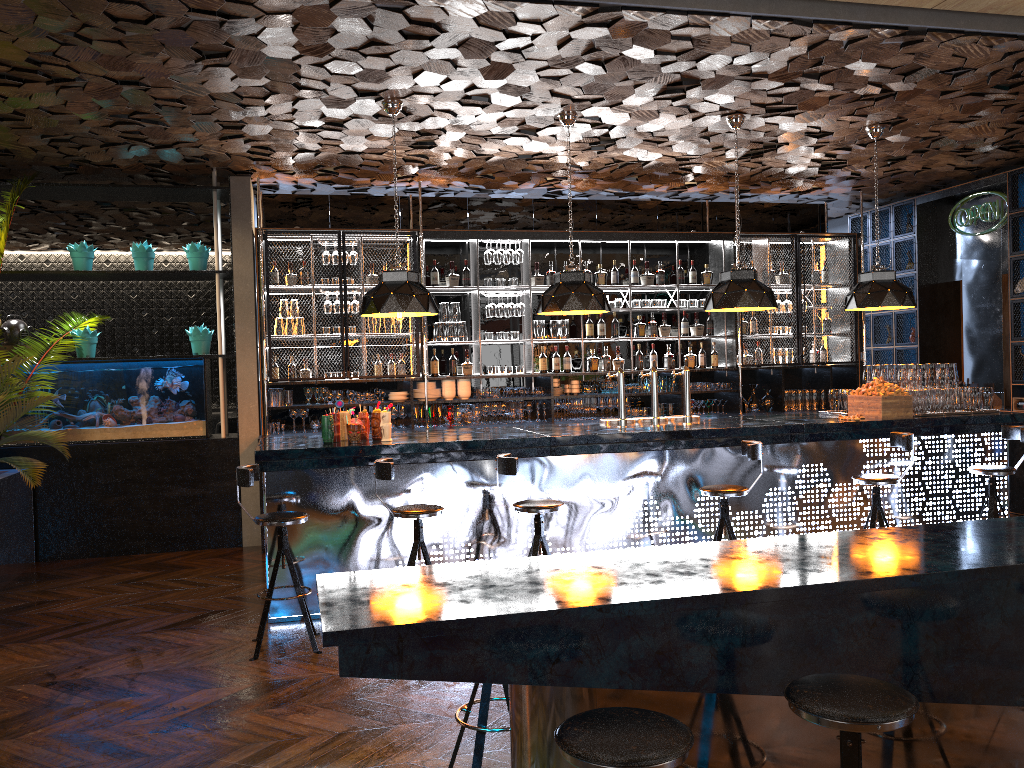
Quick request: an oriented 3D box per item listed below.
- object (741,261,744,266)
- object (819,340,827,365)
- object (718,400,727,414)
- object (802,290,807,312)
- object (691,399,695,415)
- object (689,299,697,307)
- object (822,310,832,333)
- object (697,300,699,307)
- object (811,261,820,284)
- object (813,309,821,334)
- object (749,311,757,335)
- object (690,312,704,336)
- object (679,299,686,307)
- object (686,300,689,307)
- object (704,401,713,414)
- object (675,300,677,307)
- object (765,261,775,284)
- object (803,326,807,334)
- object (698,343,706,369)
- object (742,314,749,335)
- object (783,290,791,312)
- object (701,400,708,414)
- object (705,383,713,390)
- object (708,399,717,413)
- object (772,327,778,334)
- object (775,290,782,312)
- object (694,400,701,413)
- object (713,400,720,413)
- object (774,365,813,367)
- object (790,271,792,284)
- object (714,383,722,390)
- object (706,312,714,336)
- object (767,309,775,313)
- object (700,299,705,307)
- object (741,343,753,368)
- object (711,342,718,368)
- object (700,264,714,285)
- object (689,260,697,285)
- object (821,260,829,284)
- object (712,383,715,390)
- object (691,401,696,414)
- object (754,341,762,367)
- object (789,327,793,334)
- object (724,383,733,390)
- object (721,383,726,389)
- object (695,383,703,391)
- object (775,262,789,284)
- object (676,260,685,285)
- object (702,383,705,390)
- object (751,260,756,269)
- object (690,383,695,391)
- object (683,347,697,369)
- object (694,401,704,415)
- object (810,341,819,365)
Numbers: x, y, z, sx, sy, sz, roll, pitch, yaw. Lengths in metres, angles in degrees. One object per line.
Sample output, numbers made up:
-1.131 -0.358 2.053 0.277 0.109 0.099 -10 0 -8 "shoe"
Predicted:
2.634 -1.262 10.153 0.123 0.279 0.123 -2 1 -5 "object"
3.665 -0.372 10.448 0.086 0.298 0.086 -1 1 35 "object"
2.361 0.257 9.925 0.107 0.152 0.107 -1 1 12 "object"
3.360 -0.959 10.257 0.092 0.244 0.092 -2 1 -20 "object"
1.994 0.258 9.870 0.089 0.174 0.089 -1 1 37 "object"
2.039 -0.905 9.991 0.089 0.092 0.089 -2 1 -15 "object"
3.708 -0.730 10.440 0.083 0.282 0.083 -2 1 -4 "object"
2.091 -0.909 10.128 0.089 0.092 0.089 -2 1 -28 "object"
3.561 -1.296 10.396 0.083 0.282 0.083 -2 1 1 "object"
3.575 -0.734 10.411 0.086 0.299 0.086 -1 1 35 "object"
2.782 -0.706 10.225 0.086 0.298 0.086 -1 1 35 "object"
2.091 -0.673 10.026 0.123 0.279 0.123 -2 1 -25 "object"
1.905 -0.900 9.928 0.089 0.092 0.089 -2 1 -28 "object"
1.983 -0.906 10.126 0.089 0.092 0.089 -2 1 -28 "object"
2.195 0.264 9.907 0.106 0.148 0.106 -2 1 -4 "object"
1.895 -0.902 10.069 0.089 0.092 0.089 -1 1 30 "object"
2.983 -1.277 10.253 0.083 0.282 0.083 -2 1 -14 "object"
3.385 -0.625 10.318 0.089 0.092 0.089 -2 1 -30 "object"
2.160 -0.321 10.076 0.086 0.298 0.086 -1 1 35 "object"
2.637 -0.676 10.175 0.151 0.248 0.094 -2 1 -5 "object"
3.163 -0.952 10.208 0.092 0.244 0.092 -2 1 -20 "object"
2.166 0.262 10.020 0.106 0.148 0.106 -1 1 15 "object"
2.190 0.028 9.870 0.084 0.082 0.084 -2 1 -32 "object"
2.296 0.254 10.163 0.107 0.152 0.107 -2 1 -8 "object"
3.012 -0.611 10.183 0.089 0.092 0.089 -2 1 -30 "object"
3.056 -0.948 10.182 0.092 0.244 0.092 -2 1 -20 "object"
2.136 0.261 10.131 0.106 0.148 0.106 -1 1 25 "object"
2.332 0.255 10.038 0.107 0.152 0.107 -2 1 0 "object"
3.231 -0.217 10.273 0.437 0.019 0.273 -2 1 -14 "object"
3.287 -1.288 10.329 0.083 0.282 0.083 -2 1 -29 "object"
2.310 0.029 9.938 0.088 0.070 0.098 -1 1 21 "object"
2.251 -0.689 10.083 0.086 0.299 0.086 -1 1 35 "object"
3.017 -0.950 10.342 0.092 0.244 0.092 -2 1 -20 "object"
2.160 -0.908 9.982 0.089 0.092 0.089 -1 1 25 "object"
2.682 -0.329 10.177 0.123 0.279 0.123 -2 1 -25 "object"
2.305 -0.326 10.098 0.080 0.299 0.080 -2 1 -11 "object"
2.213 -1.232 10.062 0.151 0.248 0.094 -1 1 15 "object"
2.050 -1.254 10.055 0.086 0.298 0.086 -1 1 35 "object"
3.690 -1.309 10.456 0.086 0.298 0.086 -1 2 40 "object"
2.288 0.027 10.033 0.088 0.070 0.098 -1 1 9 "object"
2.055 0.266 9.991 0.106 0.148 0.106 -1 1 18 "object"
2.842 -0.346 10.234 0.086 0.299 0.086 -1 1 35 "object"
3.302 -0.625 10.437 0.089 0.092 0.089 -2 1 -30 "object"
2.420 0.026 9.914 0.088 0.070 0.098 -2 1 -4 "object"
2.394 0.025 10.008 0.098 0.070 0.088 -1 1 13 "object"
2.074 0.032 9.841 0.084 0.082 0.084 -2 1 4 "object"
3.134 -1.280 10.292 0.123 0.279 0.123 -2 1 -10 "object"
1.897 -1.248 9.988 0.086 0.299 0.086 -1 1 35 "object"
2.149 0.027 9.961 0.084 0.082 0.084 -2 1 -8 "object"
2.775 -1.277 10.205 0.086 0.297 0.086 -1 1 35 "object"
1.979 0.035 9.819 0.084 0.082 0.084 -2 1 -13 "object"
2.015 -0.291 10.026 0.151 0.248 0.094 -2 1 -5 "object"
2.082 0.267 9.877 0.106 0.148 0.106 -2 1 5 "object"
3.547 -0.361 10.405 0.083 0.282 0.083 -2 1 -29 "object"
